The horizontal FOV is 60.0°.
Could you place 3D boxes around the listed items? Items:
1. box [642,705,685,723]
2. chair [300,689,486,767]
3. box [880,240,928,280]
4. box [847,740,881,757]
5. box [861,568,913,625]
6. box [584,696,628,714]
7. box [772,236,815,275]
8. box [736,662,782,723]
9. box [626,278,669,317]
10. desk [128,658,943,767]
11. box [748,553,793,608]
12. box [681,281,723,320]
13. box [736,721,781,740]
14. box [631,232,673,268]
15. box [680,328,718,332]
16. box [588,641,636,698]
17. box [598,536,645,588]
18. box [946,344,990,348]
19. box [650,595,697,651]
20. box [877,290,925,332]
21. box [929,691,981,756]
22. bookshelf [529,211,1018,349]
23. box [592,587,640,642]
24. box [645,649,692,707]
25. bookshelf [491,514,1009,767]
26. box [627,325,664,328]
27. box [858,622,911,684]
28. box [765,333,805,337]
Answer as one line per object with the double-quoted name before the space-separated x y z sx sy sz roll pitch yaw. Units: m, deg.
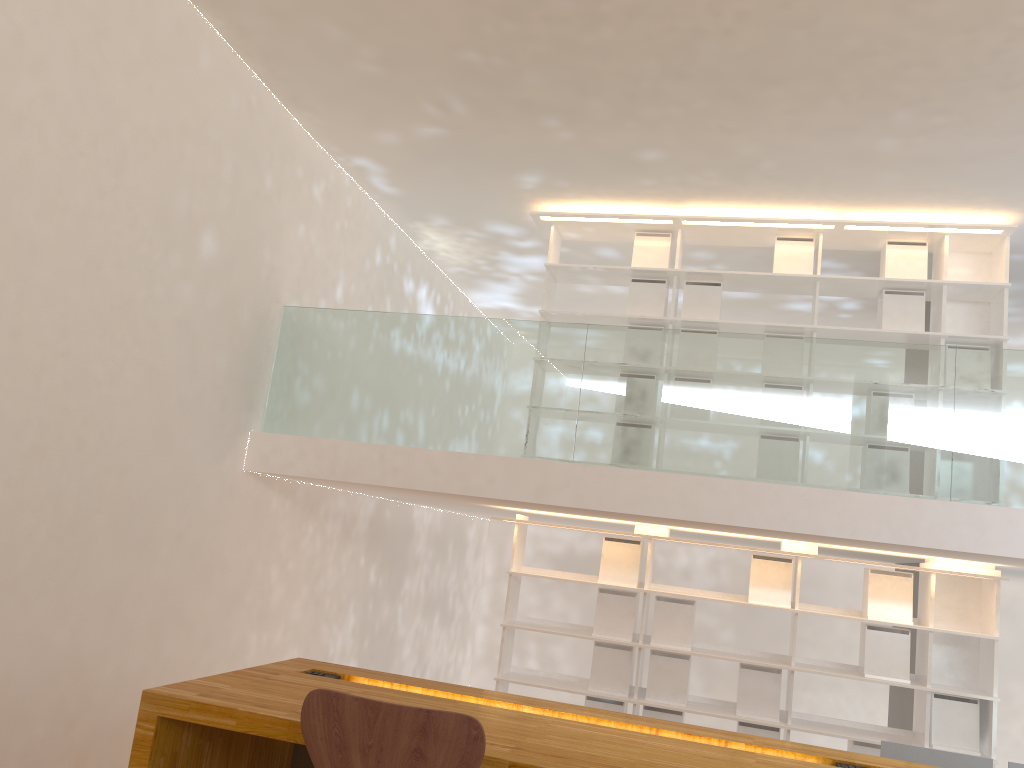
"box" 0.923 2.134 5.458 0.245 0.296 0.274 5 -10 15
"chair" -0.239 1.001 1.862 0.428 0.693 0.381 5 -10 15
"box" 2.504 -0.747 5.668 0.245 0.296 0.274 5 -10 15
"box" 2.091 2.227 5.152 0.245 0.296 0.274 5 -10 15
"box" 2.251 1.267 5.312 0.245 0.296 0.274 5 -10 15
"box" 0.578 2.107 5.549 0.245 0.296 0.274 5 -10 15
"box" 1.849 -0.801 5.837 0.245 0.296 0.274 5 -10 15
"box" 1.495 1.855 5.376 0.245 0.296 0.274 5 -10 15
"box" 0.920 -0.549 6.015 0.245 0.296 0.274 5 -10 15
"desk" 0.820 1.388 2.124 3.236 0.918 1.285 5 -10 15
"box" 1.596 1.213 5.482 0.245 0.296 0.274 5 -10 15
"box" 1.269 -0.520 5.924 0.245 0.296 0.274 5 -10 15
"box" 1.468 2.178 5.315 0.245 0.296 0.274 5 -10 15
"box" 0.960 -0.869 6.072 0.245 0.296 0.274 5 -10 15
"box" 1.229 -0.200 5.867 0.245 0.296 0.274 5 -10 15
"box" 0.637 1.787 5.600 0.245 0.296 0.274 5 -10 15
"box" 0.708 1.145 5.716 0.245 0.296 0.274 5 -10 15
"box" 2.784 -0.077 5.460 0.245 0.296 0.274 5 -10 15
"box" 1.016 1.494 5.568 0.245 0.296 0.274 5 -10 15
"box" 2.462 -0.427 5.612 0.245 0.296 0.274 5 -10 15
"box" 2.531 1.937 5.105 0.245 0.296 0.274 5 -10 15
"bookshelf" 1.512 -0.175 5.720 2.984 1.836 0.498 5 -10 15
"box" 0.668 1.465 5.660 0.245 0.296 0.274 5 -10 15
"box" 0.976 1.814 5.511 0.245 0.296 0.274 5 -10 15
"bookshelf" 1.260 1.839 5.365 2.984 1.836 0.498 5 -10 15
"box" 0.889 -0.227 5.956 0.245 0.296 0.274 5 -10 15
"box" 2.209 1.587 5.256 0.245 0.296 0.274 5 -10 15
"box" 1.748 -0.159 5.731 0.245 0.296 0.274 5 -10 15
